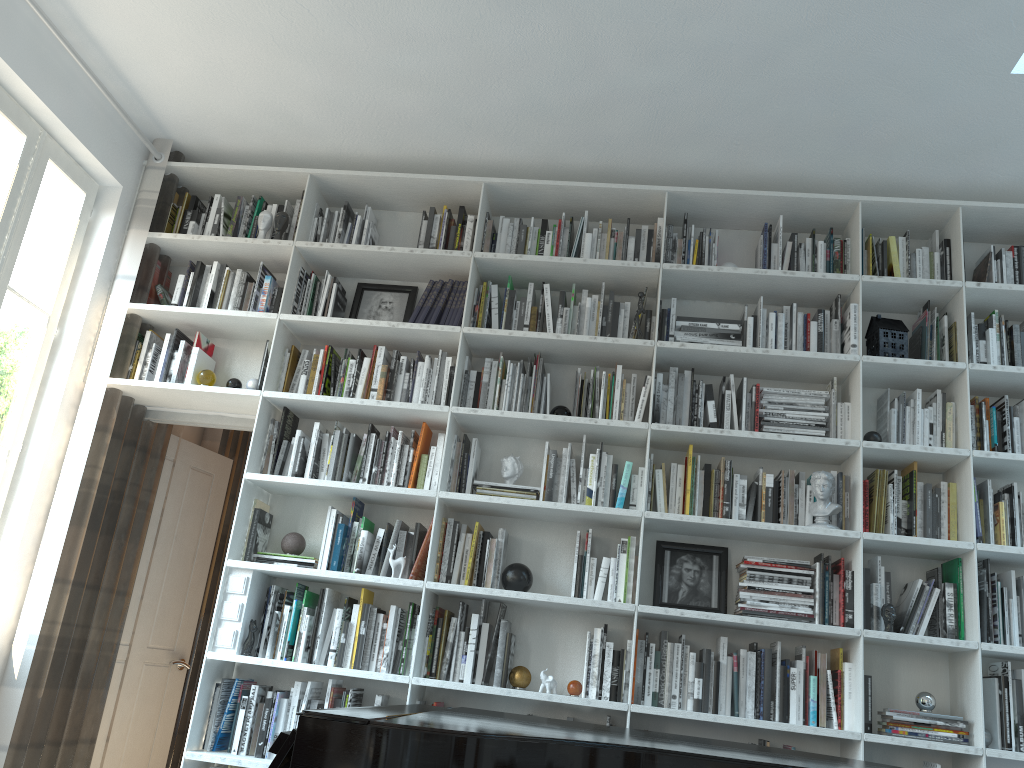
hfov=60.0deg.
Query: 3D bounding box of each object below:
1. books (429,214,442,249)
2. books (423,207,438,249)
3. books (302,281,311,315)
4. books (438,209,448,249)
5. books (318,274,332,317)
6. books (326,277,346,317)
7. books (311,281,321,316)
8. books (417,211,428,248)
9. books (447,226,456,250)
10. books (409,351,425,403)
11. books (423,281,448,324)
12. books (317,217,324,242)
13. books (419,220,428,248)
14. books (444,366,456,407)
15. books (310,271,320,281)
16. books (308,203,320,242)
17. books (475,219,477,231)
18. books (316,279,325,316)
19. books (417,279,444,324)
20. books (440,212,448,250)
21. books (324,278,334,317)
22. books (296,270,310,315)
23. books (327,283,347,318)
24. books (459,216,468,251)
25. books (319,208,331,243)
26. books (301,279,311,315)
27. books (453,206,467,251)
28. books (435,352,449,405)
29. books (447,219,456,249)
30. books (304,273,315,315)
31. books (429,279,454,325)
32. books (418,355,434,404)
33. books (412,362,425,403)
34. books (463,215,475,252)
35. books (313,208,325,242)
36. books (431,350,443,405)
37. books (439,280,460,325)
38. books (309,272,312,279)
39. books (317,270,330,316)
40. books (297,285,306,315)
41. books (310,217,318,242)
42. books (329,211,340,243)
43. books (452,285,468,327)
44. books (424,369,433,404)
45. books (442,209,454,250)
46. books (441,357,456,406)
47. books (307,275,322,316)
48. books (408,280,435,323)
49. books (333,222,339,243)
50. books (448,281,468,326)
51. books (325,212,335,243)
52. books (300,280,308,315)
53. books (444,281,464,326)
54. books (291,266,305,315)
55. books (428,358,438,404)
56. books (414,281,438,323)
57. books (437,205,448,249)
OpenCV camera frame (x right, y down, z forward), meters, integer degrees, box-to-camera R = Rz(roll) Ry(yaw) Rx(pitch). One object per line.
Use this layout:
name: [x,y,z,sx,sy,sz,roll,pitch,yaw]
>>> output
books: [-0.361,-0.663,4.249,0.028,0.248,0.156,5,-18,7]
books: [-0.385,-0.679,4.258,0.024,0.278,0.188,5,-18,7]
books: [-0.948,-0.350,4.186,0.004,0.213,0.187,5,-18,7]
books: [-0.323,-0.673,4.261,0.013,0.282,0.167,5,-18,7]
books: [-0.863,-0.362,4.188,0.023,0.257,0.184,5,-18,7]
books: [-0.834,-0.355,4.191,0.012,0.254,0.167,5,-18,7]
books: [-0.902,-0.346,4.187,0.018,0.218,0.187,5,-18,7]
books: [-0.429,-0.676,4.280,0.013,0.277,0.151,5,-18,7]
books: [-0.277,-0.627,4.233,0.027,0.189,0.178,5,-18,7]
books: [-0.428,0.014,4.026,0.012,0.280,0.189,5,-18,7]
books: [-0.352,-0.319,4.152,0.110,0.278,0.175,5,-18,7]
books: [-0.920,-0.685,4.328,0.032,0.209,0.159,5,-18,7]
books: [-0.414,-0.651,4.257,0.028,0.217,0.153,5,-18,7]
books: [-0.253,0.056,3.964,0.039,0.201,0.237,5,-18,7]
books: [-0.955,-0.377,4.224,0.006,0.288,0.144,5,-18,8]
books: [-0.958,-0.723,4.348,0.007,0.284,0.160,5,-18,7]
books: [-0.162,-0.642,4.242,0.039,0.251,0.147,5,-18,7]
books: [-0.888,-0.353,4.200,0.019,0.243,0.154,5,-18,7]
books: [-0.376,-0.327,4.138,0.110,0.278,0.175,5,-18,7]
books: [-0.315,-0.666,4.245,0.010,0.262,0.157,5,-18,7]
books: [-0.846,-0.353,4.193,0.011,0.249,0.168,5,-18,7]
books: [-0.987,-0.380,4.222,0.006,0.286,0.149,5,-18,8]
books: [-0.825,-0.338,4.176,0.012,0.213,0.186,5,-18,7]
books: [-0.223,-0.652,4.250,0.022,0.259,0.152,5,-18,7]
books: [-0.896,-0.704,4.324,0.012,0.248,0.180,5,-18,7]
books: [-0.953,-0.354,4.199,0.009,0.228,0.185,5,-18,7]
books: [-0.246,-0.679,4.236,0.025,0.296,0.164,5,-18,7]
books: [-0.310,0.019,4.012,0.022,0.288,0.170,5,-18,7]
books: [-0.290,-0.651,4.269,0.013,0.253,0.130,5,-18,7]
books: [-0.938,-0.366,4.206,0.009,0.259,0.184,5,-18,7]
books: [-0.324,-0.326,4.130,0.097,0.281,0.175,5,-18,7]
books: [-0.383,0.024,4.013,0.022,0.262,0.175,5,-18,7]
books: [-0.410,0.037,4.012,0.030,0.230,0.173,5,-18,7]
books: [-0.198,-0.651,4.233,0.031,0.253,0.179,5,-18,7]
books: [-0.937,-0.709,4.339,0.007,0.258,0.157,5,-18,7]
books: [-0.327,0.013,4.003,0.012,0.290,0.183,5,-18,7]
books: [-0.289,-0.320,4.146,0.078,0.284,0.175,5,-18,7]
books: [-0.961,-0.373,4.220,0.005,0.276,0.147,5,-18,7]
books: [-0.874,-0.370,4.203,0.005,0.280,0.191,5,-18,7]
books: [-0.980,-0.340,4.212,0.015,0.206,0.173,5,-18,7]
books: [-0.952,-0.686,4.326,0.017,0.203,0.143,5,-18,7]
books: [-0.853,-0.697,4.319,0.016,0.242,0.157,5,-18,7]
books: [-0.223,-0.319,4.124,0.078,0.284,0.175,5,-18,7]
books: [-0.367,0.056,4.014,0.013,0.205,0.173,5,-18,7]
books: [-0.303,-0.671,4.246,0.011,0.273,0.184,5,-18,7]
books: [-0.283,0.032,4.002,0.035,0.263,0.178,5,-18,7]
books: [-0.923,-0.362,4.190,0.004,0.245,0.189,5,-18,7]
books: [-0.420,-0.328,4.153,0.110,0.278,0.175,5,-18,7]
books: [-0.840,-0.669,4.318,0.014,0.192,0.147,5,-18,7]
books: [-0.244,-0.316,4.140,0.078,0.284,0.175,5,-18,7]
books: [-0.868,-0.691,4.314,0.013,0.224,0.177,5,-18,7]
books: [-0.969,-0.355,4.216,0.005,0.237,0.154,5,-18,7]
books: [-0.266,-0.316,4.147,0.078,0.284,0.175,5,-18,7]
books: [-1.001,-0.388,4.215,0.005,0.291,0.184,5,-18,7]
books: [-0.344,0.033,4.029,0.024,0.265,0.155,5,-18,7]
books: [-0.397,-0.323,4.158,0.110,0.278,0.175,5,-18,7]
books: [-0.333,-0.686,4.282,0.014,0.319,0.137,5,-18,7]
